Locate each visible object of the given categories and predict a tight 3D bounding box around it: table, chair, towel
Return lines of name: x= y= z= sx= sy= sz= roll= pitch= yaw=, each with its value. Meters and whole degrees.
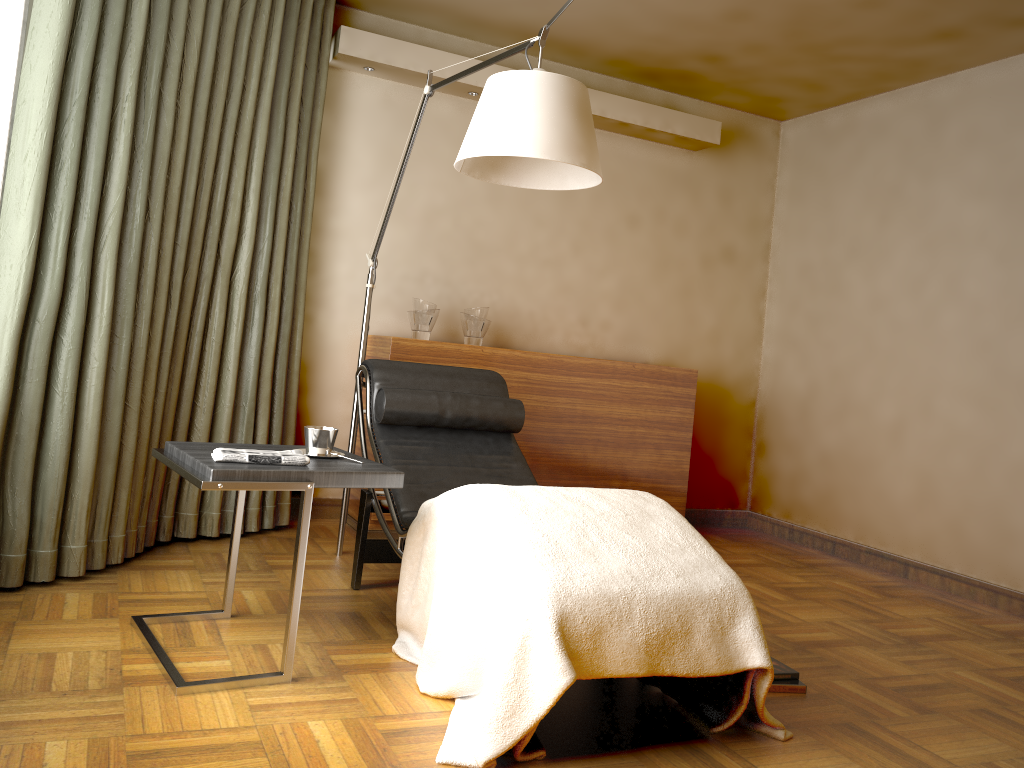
table: x=-0.642 y=0.223 z=2.456 sx=0.515 sy=0.045 sz=0.501 roll=5 pitch=2 yaw=-34
chair: x=-0.039 y=0.371 z=2.826 sx=0.633 sy=0.800 sz=1.791 roll=7 pitch=0 yaw=-25
towel: x=-0.667 y=0.192 z=2.337 sx=0.240 sy=0.035 sz=0.179 roll=5 pitch=2 yaw=-21

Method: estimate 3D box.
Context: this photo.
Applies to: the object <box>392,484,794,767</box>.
object: x=0.153 y=0.556 z=2.331 sx=0.914 sy=0.522 sz=0.910 roll=6 pitch=0 yaw=-25

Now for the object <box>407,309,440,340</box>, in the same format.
object: x=-0.424 y=-0.286 z=4.159 sx=0.156 sy=0.155 sz=0.155 roll=6 pitch=-1 yaw=22

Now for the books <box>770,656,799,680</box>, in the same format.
books: x=0.671 y=0.823 z=2.584 sx=0.264 sy=0.020 sz=0.189 roll=5 pitch=2 yaw=-20

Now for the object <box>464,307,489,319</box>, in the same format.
object: x=-0.178 y=-0.302 z=4.273 sx=0.123 sy=0.150 sz=0.122 roll=4 pitch=-2 yaw=45

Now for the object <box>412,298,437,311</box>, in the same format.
object: x=-0.420 y=-0.324 z=4.162 sx=0.121 sy=0.150 sz=0.123 roll=7 pitch=-2 yaw=-43

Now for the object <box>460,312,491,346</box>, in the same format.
object: x=-0.182 y=-0.264 z=4.271 sx=0.155 sy=0.155 sz=0.156 roll=7 pitch=-1 yaw=-34

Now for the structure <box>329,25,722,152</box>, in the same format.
structure: x=0.134 y=-1.505 z=4.631 sx=2.170 sy=0.131 sz=0.274 roll=5 pitch=1 yaw=-25

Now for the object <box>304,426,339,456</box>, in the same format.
object: x=-0.556 y=0.166 z=2.553 sx=0.097 sy=0.079 sz=0.111 roll=6 pitch=0 yaw=-23

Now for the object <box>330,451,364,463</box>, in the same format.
object: x=-0.467 y=0.206 z=2.498 sx=0.124 sy=0.019 sz=0.029 roll=7 pitch=1 yaw=34

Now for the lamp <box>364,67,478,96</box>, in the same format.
lamp: x=-0.186 y=-1.479 z=4.472 sx=1.153 sy=0.028 sz=0.050 roll=5 pitch=1 yaw=-25

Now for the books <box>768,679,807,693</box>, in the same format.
books: x=0.677 y=0.845 z=2.568 sx=0.280 sy=0.022 sz=0.200 roll=6 pitch=2 yaw=-10

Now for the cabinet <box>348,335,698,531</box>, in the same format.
cabinet: x=0.089 y=0.272 z=4.437 sx=1.667 sy=0.866 sz=0.416 roll=6 pitch=-2 yaw=-25

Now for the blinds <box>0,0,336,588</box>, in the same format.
blinds: x=-1.216 y=-0.614 z=3.319 sx=0.225 sy=2.464 sz=1.523 roll=5 pitch=-2 yaw=20

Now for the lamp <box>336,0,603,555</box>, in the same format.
lamp: x=-0.173 y=-0.195 z=3.081 sx=0.450 sy=1.976 sz=1.415 roll=7 pitch=-2 yaw=-21

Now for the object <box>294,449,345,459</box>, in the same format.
object: x=-0.557 y=0.202 z=2.545 sx=0.149 sy=0.009 sz=0.150 roll=5 pitch=2 yaw=-19

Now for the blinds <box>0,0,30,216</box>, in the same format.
blinds: x=-1.071 y=-0.489 z=1.638 sx=0.092 sy=2.300 sz=2.198 roll=8 pitch=-2 yaw=-25
